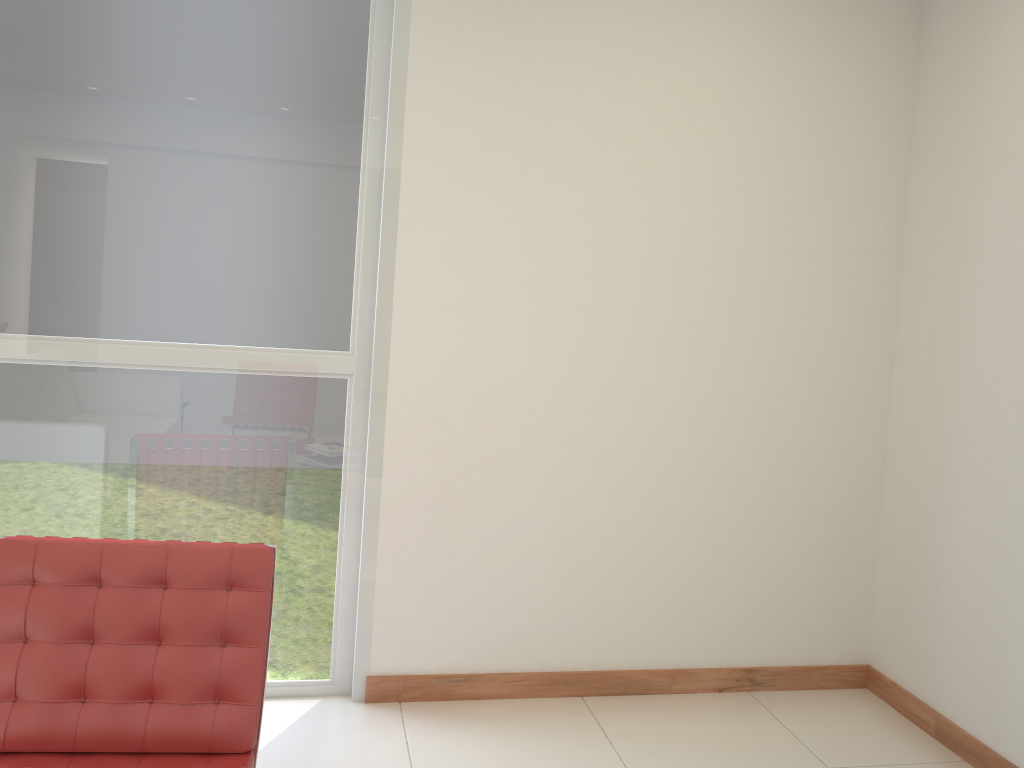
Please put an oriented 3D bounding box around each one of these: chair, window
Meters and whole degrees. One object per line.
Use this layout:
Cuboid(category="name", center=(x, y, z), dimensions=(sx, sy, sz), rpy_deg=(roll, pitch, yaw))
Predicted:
Cuboid(category="chair", center=(-0.972, 0.842, 2.067), dimensions=(0.699, 0.815, 0.709), rpy_deg=(3, 3, -7))
Cuboid(category="window", center=(-2.125, -0.263, 2.901), dimensions=(3.430, 2.708, 0.121), rpy_deg=(3, 2, -12))
